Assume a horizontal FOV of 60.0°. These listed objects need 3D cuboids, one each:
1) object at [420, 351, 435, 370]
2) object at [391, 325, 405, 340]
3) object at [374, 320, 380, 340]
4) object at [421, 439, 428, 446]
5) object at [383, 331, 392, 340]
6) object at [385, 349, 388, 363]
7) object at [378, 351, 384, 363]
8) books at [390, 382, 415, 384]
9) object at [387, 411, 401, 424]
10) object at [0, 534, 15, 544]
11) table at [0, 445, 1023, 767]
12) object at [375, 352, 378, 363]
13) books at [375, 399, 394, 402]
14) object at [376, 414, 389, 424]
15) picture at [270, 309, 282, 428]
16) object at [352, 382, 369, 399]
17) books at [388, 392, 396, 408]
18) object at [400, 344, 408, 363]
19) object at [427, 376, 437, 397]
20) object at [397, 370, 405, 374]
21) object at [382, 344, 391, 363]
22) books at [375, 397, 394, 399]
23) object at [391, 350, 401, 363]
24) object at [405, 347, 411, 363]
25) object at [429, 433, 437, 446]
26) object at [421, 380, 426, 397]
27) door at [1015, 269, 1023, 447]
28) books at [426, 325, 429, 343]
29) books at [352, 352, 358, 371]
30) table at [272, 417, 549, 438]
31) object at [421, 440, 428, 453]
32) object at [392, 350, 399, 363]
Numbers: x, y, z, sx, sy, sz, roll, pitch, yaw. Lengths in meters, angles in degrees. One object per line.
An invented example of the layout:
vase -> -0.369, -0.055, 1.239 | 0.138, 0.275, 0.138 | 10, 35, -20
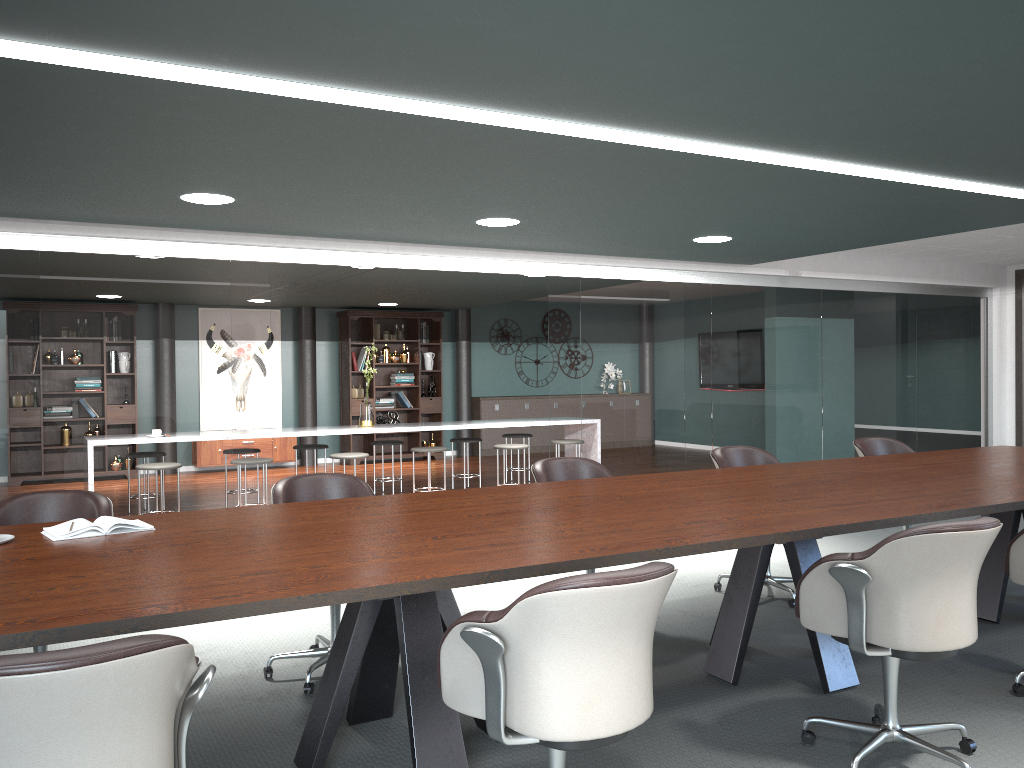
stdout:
object -> -1.178, -0.315, 12.060 | 0.268, 0.262, 0.137 | 0, 1, 11
object -> -1.542, -0.690, 11.821 | 0.196, 0.221, 0.184 | -1, 1, -28
object -> -1.793, -0.711, 11.703 | 0.104, 0.273, 0.104 | 0, 1, 7
object -> -1.195, 0.838, 12.051 | 0.099, 0.169, 0.099 | 0, 1, 36
object -> -1.659, -0.640, 11.745 | 0.096, 0.126, 0.106 | 0, 1, 22
object -> -1.645, -0.370, 11.652 | 0.040, 0.191, 0.040 | -1, 1, -19
object -> -1.720, -0.355, 11.644 | 0.079, 0.161, 0.080 | -1, 1, -3
books -> -1.467, -0.010, 11.881 | 0.286, 0.027, 0.184 | -1, 1, -29
object -> -1.589, 0.490, 11.866 | 0.233, 0.268, 0.051 | -1, 1, -29
object -> -1.498, 0.426, 2.522 | 0.146, 0.056, 0.146 | -1, 1, -4
table -> 0.334, 0.780, 3.109 | 6.694, 0.706, 1.374 | -1, 1, -29
object -> -1.814, -0.361, 11.698 | 0.105, 0.172, 0.105 | -1, 1, -33
books -> -1.708, 0.216, 11.721 | 0.248, 0.042, 0.194 | -1, 1, -29
object -> -1.726, 0.509, 11.659 | 0.224, 0.238, 0.159 | -1, 1, -29
picture -> -3.404, -0.189, 11.142 | 1.002, 1.512, 0.031 | -1, 1, -29
object -> -2.010, 0.080, 11.570 | 0.250, 0.221, 0.186 | -1, 1, -30
books -> -1.605, 0.214, 11.858 | 0.063, 0.214, 0.139 | -1, 1, -29
object -> -1.438, -0.409, 11.823 | 0.108, 0.256, 0.108 | -1, 1, 6
object -> -1.103, 0.030, 12.052 | 0.116, 0.286, 0.215 | -1, 1, -33
object -> -1.488, -0.166, 11.863 | 0.104, 0.052, 0.100 | -1, 1, -25
object -> -1.670, -0.402, 11.757 | 0.114, 0.251, 0.114 | -1, 1, -3
books -> -1.718, 0.187, 11.716 | 0.268, 0.016, 0.205 | -1, 1, -29
object -> -1.535, -0.366, 11.716 | 0.144, 0.175, 0.073 | -1, 1, -27
object -> -1.409, -0.393, 11.946 | 0.092, 0.222, 0.092 | -1, 1, 6
object -> -1.075, 0.793, 12.031 | 0.108, 0.256, 0.108 | -1, 1, 6
object -> -1.199, 0.063, 11.983 | 0.077, 0.228, 0.077 | 0, 1, 44
door -> 5.368, -0.076, 8.491 | 0.139, 2.130, 1.038 | -1, 1, -29
books -> -1.177, -0.669, 12.022 | 0.042, 0.248, 0.194 | -1, 1, -29
books -> -2.074, -0.293, 11.536 | 0.084, 0.252, 0.194 | -1, 1, -29
table -> -1.278, 0.731, 7.939 | 4.577, 0.699, 0.609 | -1, 1, -29
object -> -1.172, 0.836, 11.924 | 0.144, 0.175, 0.073 | -1, 1, -27
object -> -1.558, -0.364, 11.843 | 0.099, 0.169, 0.099 | 0, 1, 36
